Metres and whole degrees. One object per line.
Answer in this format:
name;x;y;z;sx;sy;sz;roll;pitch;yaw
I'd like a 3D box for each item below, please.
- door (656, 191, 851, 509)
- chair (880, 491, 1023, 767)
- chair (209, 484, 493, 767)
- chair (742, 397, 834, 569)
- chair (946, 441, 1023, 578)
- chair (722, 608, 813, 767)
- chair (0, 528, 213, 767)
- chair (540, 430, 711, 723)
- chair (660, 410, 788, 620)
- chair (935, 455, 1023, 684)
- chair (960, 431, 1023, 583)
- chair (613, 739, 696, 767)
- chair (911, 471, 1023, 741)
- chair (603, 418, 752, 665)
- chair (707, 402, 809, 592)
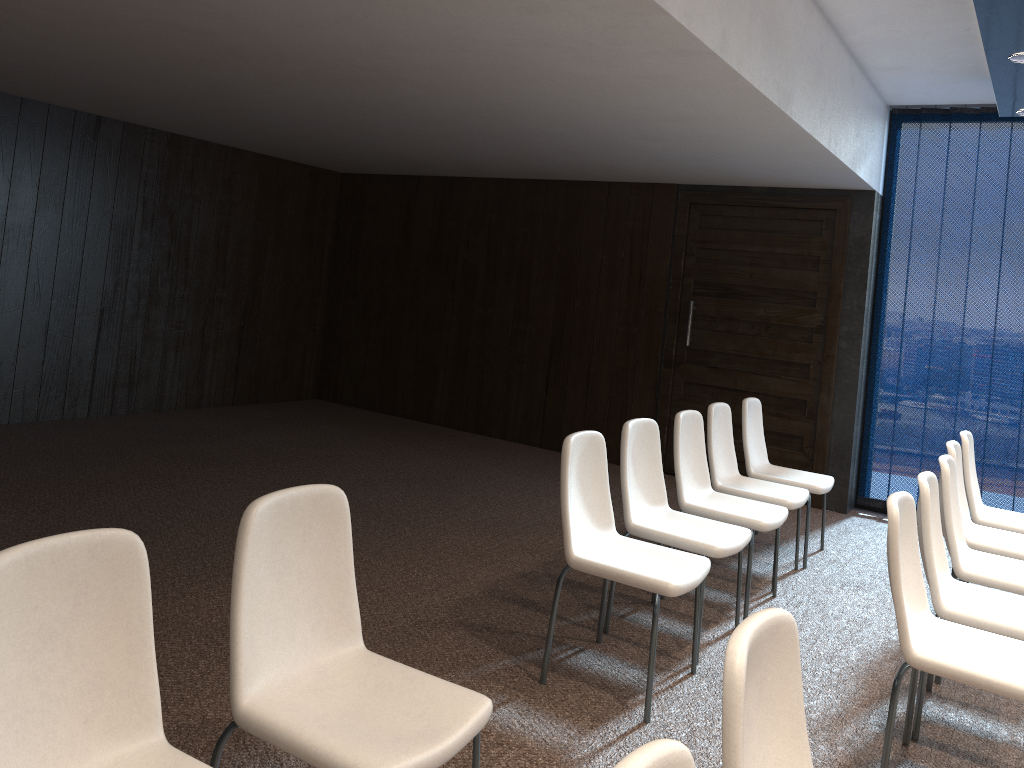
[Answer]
door;1.930;-0.351;7.138;1.410;2.414;0.266;6;-2;31
chair;1.457;0.857;2.778;0.562;0.903;0.527;6;0;33
chair;-0.371;0.747;2.048;0.562;0.903;0.527;6;0;30
chair;1.686;0.575;5.435;0.562;0.903;0.527;6;0;31
chair;2.408;0.781;4.312;0.562;0.903;0.527;6;0;31
chair;0.615;0.920;1.453;0.562;0.903;0.527;6;0;33
chair;-0.685;0.775;1.518;0.562;0.903;0.527;6;0;30
chair;0.454;0.680;3.393;0.562;0.903;0.527;6;0;30
chair;1.084;0.626;4.439;0.562;0.903;0.527;6;0;32
chair;2.111;0.811;3.778;0.562;0.903;0.527;6;0;31
chair;2.739;0.757;4.823;0.562;0.903;0.527;6;0;32
chair;0.311;0.951;0.903;0.562;0.903;0.527;6;0;30
chair;1.776;0.836;3.257;0.562;0.903;0.527;6;0;31
chair;0.755;0.650;3.930;0.562;0.903;0.527;6;0;33
chair;1.365;0.596;4.954;0.562;0.903;0.527;6;0;31
